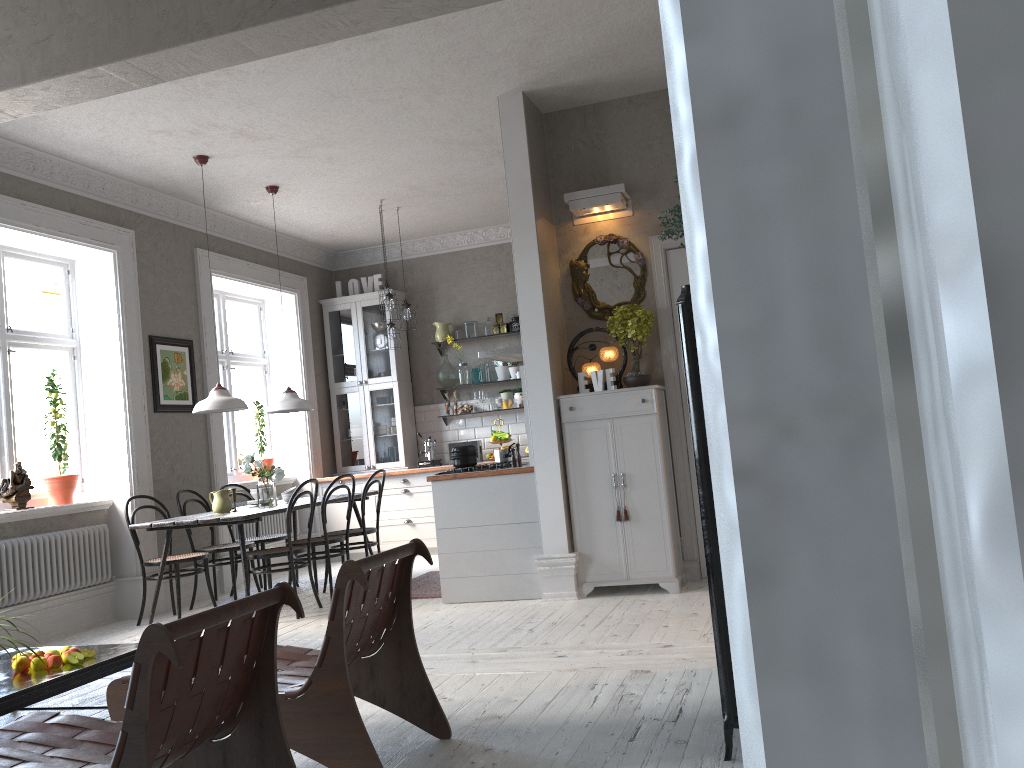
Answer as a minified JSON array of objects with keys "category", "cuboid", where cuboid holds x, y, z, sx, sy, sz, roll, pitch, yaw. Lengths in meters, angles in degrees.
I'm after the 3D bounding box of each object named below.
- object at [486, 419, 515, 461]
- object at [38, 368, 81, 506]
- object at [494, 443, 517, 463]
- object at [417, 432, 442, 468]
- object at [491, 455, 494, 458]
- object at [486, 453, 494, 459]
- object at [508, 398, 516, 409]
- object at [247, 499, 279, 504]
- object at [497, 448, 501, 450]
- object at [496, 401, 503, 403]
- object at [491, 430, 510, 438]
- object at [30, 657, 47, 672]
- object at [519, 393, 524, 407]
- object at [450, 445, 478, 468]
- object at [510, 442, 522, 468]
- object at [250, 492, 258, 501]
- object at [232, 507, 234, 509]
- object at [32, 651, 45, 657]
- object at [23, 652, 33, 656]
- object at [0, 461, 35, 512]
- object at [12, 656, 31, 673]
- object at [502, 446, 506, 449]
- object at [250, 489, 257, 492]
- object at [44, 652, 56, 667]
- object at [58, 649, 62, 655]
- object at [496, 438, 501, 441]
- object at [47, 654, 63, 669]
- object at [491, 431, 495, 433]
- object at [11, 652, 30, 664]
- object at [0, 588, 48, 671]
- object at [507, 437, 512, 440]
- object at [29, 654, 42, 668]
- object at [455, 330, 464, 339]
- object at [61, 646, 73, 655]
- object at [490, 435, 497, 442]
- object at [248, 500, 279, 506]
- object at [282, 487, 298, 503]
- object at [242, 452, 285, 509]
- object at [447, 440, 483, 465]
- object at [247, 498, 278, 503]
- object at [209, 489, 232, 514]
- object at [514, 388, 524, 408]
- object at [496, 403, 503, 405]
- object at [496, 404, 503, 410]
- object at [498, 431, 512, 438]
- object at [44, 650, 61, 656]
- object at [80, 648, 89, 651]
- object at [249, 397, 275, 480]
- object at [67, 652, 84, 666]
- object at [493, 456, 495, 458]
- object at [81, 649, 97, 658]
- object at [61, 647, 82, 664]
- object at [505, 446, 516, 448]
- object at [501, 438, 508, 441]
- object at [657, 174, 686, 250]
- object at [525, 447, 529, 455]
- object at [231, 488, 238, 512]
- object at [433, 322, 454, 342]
[{"category":"object","cuboid":[-0.116,0.569,9.073,0.351,0.425,0.352,-6,-4,2]},{"category":"object","cuboid":[-3.277,0.374,6.373,0.275,0.991,0.265,-3,-4,-34]},{"category":"object","cuboid":[-0.003,0.487,6.291,0.178,0.134,0.297,-3,-5,-38]},{"category":"object","cuboid":[-0.890,0.683,9.240,0.203,0.370,0.357,-7,-4,17]},{"category":"object","cuboid":[-0.173,0.740,9.067,0.090,0.057,0.083,-3,-5,-41]},{"category":"object","cuboid":[-0.200,0.742,9.112,0.155,0.072,0.075,-2,-5,-44]},{"category":"object","cuboid":[-0.003,0.200,9.219,0.077,0.108,0.078,-6,-4,10]},{"category":"object","cuboid":[-1.971,0.937,7.014,0.240,0.027,0.235,-5,-4,-15]},{"category":"object","cuboid":[-0.131,0.701,8.942,0.114,0.110,0.110,-5,-4,-16]},{"category":"object","cuboid":[-0.130,0.206,9.198,0.075,0.051,0.079,-8,-4,35]},{"category":"object","cuboid":[-0.116,0.510,9.048,0.208,0.101,0.068,-7,-4,23]},{"category":"object","cuboid":[-1.936,1.142,3.626,0.063,0.063,0.060,-2,-5,-41]},{"category":"object","cuboid":[0.135,0.167,9.172,0.120,0.146,0.099,-5,-4,-16]},{"category":"object","cuboid":[-0.330,0.503,6.145,0.191,0.147,0.192,-5,-4,-3]},{"category":"object","cuboid":[0.025,0.477,5.955,0.072,0.166,0.036,-7,-4,16]},{"category":"object","cuboid":[-1.976,0.894,7.016,0.178,0.094,0.180,-6,-4,8]},{"category":"object","cuboid":[-2.213,0.917,6.845,0.139,0.112,0.139,-6,-4,-1]},{"category":"object","cuboid":[-2.005,1.160,3.753,0.057,0.058,0.058,-6,-4,0]},{"category":"object","cuboid":[-2.073,1.169,3.771,0.069,0.055,0.059,-5,-4,-16]},{"category":"object","cuboid":[-3.366,0.689,5.976,0.118,0.329,0.240,-7,-4,19]},{"category":"object","cuboid":[-2.007,1.147,3.622,0.069,0.066,0.071,-8,-4,32]},{"category":"object","cuboid":[-0.066,0.684,9.124,0.084,0.093,0.087,-7,-4,13]},{"category":"object","cuboid":[-1.978,0.874,7.017,0.178,0.094,0.180,-6,-4,8]},{"category":"object","cuboid":[-1.921,1.147,3.688,0.056,0.058,0.059,-6,-4,8]},{"category":"object","cuboid":[-1.956,1.168,3.812,0.064,0.039,0.067,-7,-4,23]},{"category":"object","cuboid":[-0.139,0.577,9.022,0.063,0.061,0.067,-7,-4,17]},{"category":"object","cuboid":[-1.875,1.139,3.632,0.056,0.058,0.057,-9,-5,41]},{"category":"object","cuboid":[-0.180,0.497,9.071,0.073,0.058,0.050,-5,-4,-7]},{"category":"object","cuboid":[-2.053,1.157,3.699,0.066,0.066,0.071,-7,-4,22]},{"category":"object","cuboid":[-2.117,0.976,3.435,0.717,0.420,0.676,-8,-4,35]},{"category":"object","cuboid":[-0.028,0.567,9.058,0.051,0.050,0.050,-7,-4,26]},{"category":"object","cuboid":[-1.988,1.155,3.690,0.058,0.056,0.060,-6,-4,4]},{"category":"object","cuboid":[-0.556,-0.515,9.445,0.102,0.111,0.104,-7,-4,17]},{"category":"object","cuboid":[-1.889,1.148,3.777,0.060,0.062,0.063,-6,-4,-2]},{"category":"object","cuboid":[-0.185,0.559,9.020,0.058,0.069,0.080,-8,-4,36]},{"category":"object","cuboid":[-1.970,0.947,7.013,0.233,0.027,0.242,-8,-5,35]},{"category":"object","cuboid":[-1.757,0.877,6.998,0.122,0.119,0.130,-8,-4,33]},{"category":"object","cuboid":[-1.812,0.701,6.497,0.308,0.414,0.254,-7,-4,15]},{"category":"object","cuboid":[-0.488,0.713,9.214,0.347,0.226,0.089,-7,-4,16]},{"category":"object","cuboid":[-1.972,0.929,7.014,0.232,0.027,0.242,-9,-5,40]},{"category":"object","cuboid":[-2.090,0.844,6.358,0.152,0.170,0.134,-4,-4,-22]},{"category":"object","cuboid":[0.089,0.144,9.278,0.150,0.214,0.170,-2,-5,-43]},{"category":"object","cuboid":[-0.129,0.223,9.197,0.077,0.051,0.078,-6,-4,10]},{"category":"object","cuboid":[-0.127,0.240,9.195,0.077,0.051,0.078,-6,-4,10]},{"category":"object","cuboid":[-0.067,0.519,9.105,0.177,0.096,0.090,-8,-5,37]},{"category":"object","cuboid":[-1.944,1.153,3.744,0.063,0.058,0.060,-4,-4,-28]},{"category":"object","cuboid":[-1.857,1.161,3.840,0.047,0.036,0.062,-8,-4,28]},{"category":"object","cuboid":[-2.494,0.539,8.759,0.254,0.813,0.265,-9,-5,44]},{"category":"object","cuboid":[-1.808,1.136,3.662,0.058,0.053,0.060,-7,-4,23]},{"category":"object","cuboid":[-0.153,0.748,9.077,0.070,0.076,0.229,-6,-4,0]},{"category":"object","cuboid":[-1.814,1.153,3.785,0.046,0.037,0.068,-9,-5,43]},{"category":"object","cuboid":[-1.848,1.138,3.714,0.077,0.064,0.073,-2,-5,-42]},{"category":"object","cuboid":[-0.007,0.657,9.063,0.126,0.056,0.060,-6,-4,8]},{"category":"object","cuboid":[-0.076,0.573,9.040,0.076,0.062,0.100,-5,-4,-10]},{"category":"object","cuboid":[0.720,-0.569,3.040,0.406,0.506,0.406,-8,-4,33]},{"category":"object","cuboid":[0.243,0.640,8.788,0.231,0.174,0.222,-9,-5,38]},{"category":"object","cuboid":[-2.012,0.842,6.423,0.058,0.167,0.060,-8,-4,30]},{"category":"object","cuboid":[-0.730,-0.552,9.436,0.187,0.216,0.176,-8,-4,31]}]
